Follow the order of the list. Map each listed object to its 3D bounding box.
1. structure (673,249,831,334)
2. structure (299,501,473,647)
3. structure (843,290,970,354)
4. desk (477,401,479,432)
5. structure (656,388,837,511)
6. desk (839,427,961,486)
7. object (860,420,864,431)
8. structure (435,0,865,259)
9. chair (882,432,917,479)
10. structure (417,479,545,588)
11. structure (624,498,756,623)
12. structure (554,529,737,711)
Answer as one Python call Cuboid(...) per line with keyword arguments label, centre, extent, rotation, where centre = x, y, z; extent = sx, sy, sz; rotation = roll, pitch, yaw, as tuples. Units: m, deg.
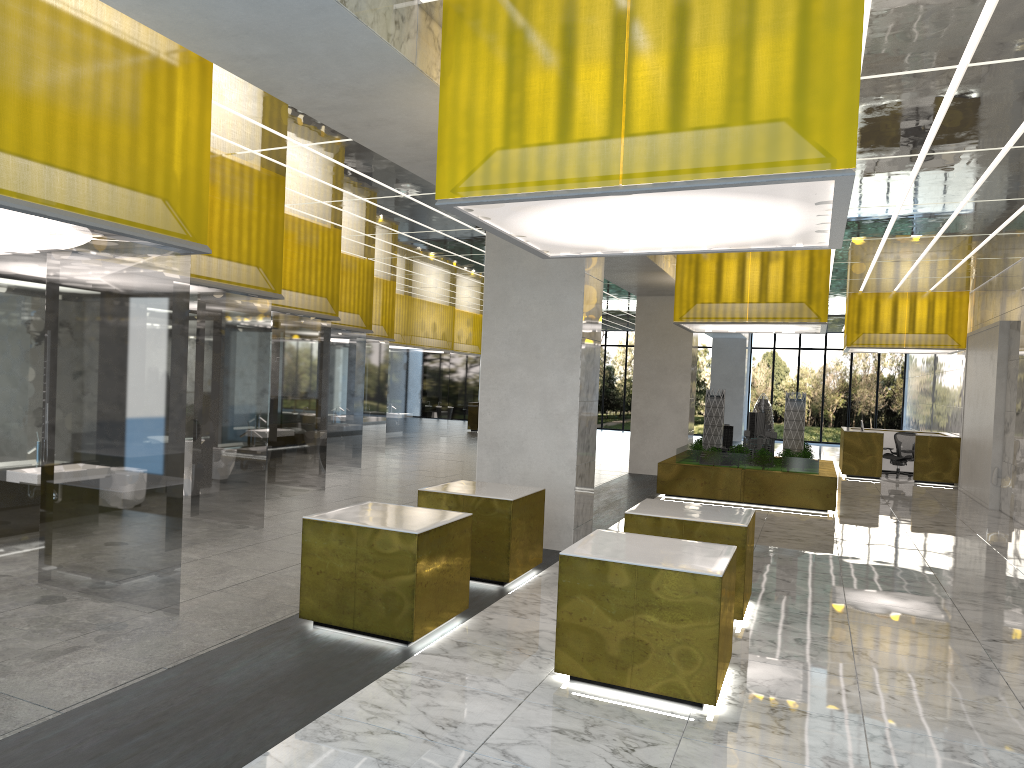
Cuboid(label="structure", centre=(5.829, -2.456, 20.532), extent=(3.388, 2.270, 3.121), rotation=(3, 1, 24))
Cuboid(label="structure", centre=(-1.322, 1.985, 9.135), extent=(1.421, 1.174, 1.389), rotation=(3, 1, 24))
Cuboid(label="structure", centre=(12.745, -2.199, 27.906), extent=(3.388, 2.270, 2.999), rotation=(3, 1, 24))
Cuboid(label="desk", centre=(-1.709, 1.707, 45.442), extent=(3.348, 1.509, 3.351), rotation=(2, 0, 24))
Cuboid(label="structure", centre=(6.122, 1.441, 21.768), extent=(4.026, 2.572, 4.956), rotation=(3, 0, 23))
Cuboid(label="desk", centre=(12.588, 2.313, 27.993), extent=(3.348, 1.509, 3.351), rotation=(2, 0, 24))
Cuboid(label="object", centre=(11.797, 1.560, 28.425), extent=(0.573, 0.668, 0.722), rotation=(3, 1, 23))
Cuboid(label="structure", centre=(1.408, -2.602, 8.048), extent=(3.387, 2.270, 3.120), rotation=(3, 1, 24))
Cuboid(label="chair", centre=(12.661, 2.310, 27.799), extent=(0.969, 1.494, 1.192), rotation=(1, 1, -43))
Cuboid(label="structure", centre=(-0.414, 2.015, 11.698), extent=(1.421, 1.174, 1.389), rotation=(3, 1, 24))
Cuboid(label="structure", centre=(2.159, 2.120, 10.356), extent=(1.421, 1.174, 1.389), rotation=(3, 1, 24))
Cuboid(label="structure", centre=(1.250, 2.090, 7.788), extent=(1.421, 1.174, 1.389), rotation=(3, 1, 24))
